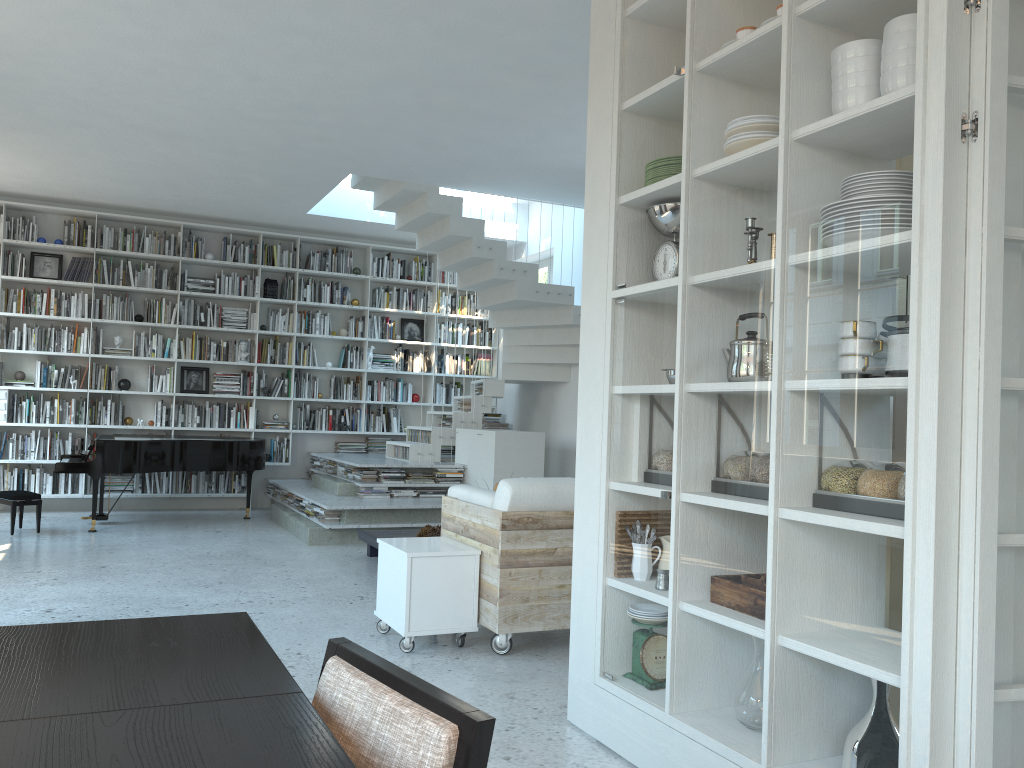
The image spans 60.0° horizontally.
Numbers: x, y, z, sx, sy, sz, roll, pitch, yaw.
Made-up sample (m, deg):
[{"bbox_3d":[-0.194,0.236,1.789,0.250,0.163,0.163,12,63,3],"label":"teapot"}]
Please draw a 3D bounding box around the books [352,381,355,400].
[{"bbox_3d":[-1.901,0.079,10.562,0.021,0.231,0.155,3,-2,-25],"label":"books"}]

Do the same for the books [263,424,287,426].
[{"bbox_3d":[-2.709,0.463,10.122,0.254,0.012,0.161,3,-2,-20],"label":"books"}]

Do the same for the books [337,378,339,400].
[{"bbox_3d":[-2.074,0.056,10.480,0.008,0.259,0.158,3,-2,-25],"label":"books"}]

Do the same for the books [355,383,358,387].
[{"bbox_3d":[-1.871,0.094,10.578,0.016,0.205,0.141,3,-2,-25],"label":"books"}]

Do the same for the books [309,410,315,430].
[{"bbox_3d":[-2.349,0.423,10.343,0.065,0.231,0.162,3,-2,-25],"label":"books"}]

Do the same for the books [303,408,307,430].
[{"bbox_3d":[-2.419,0.406,10.295,0.023,0.256,0.178,3,-2,-25],"label":"books"}]

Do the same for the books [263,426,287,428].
[{"bbox_3d":[-2.709,0.487,10.119,0.254,0.012,0.161,3,-2,-19],"label":"books"}]

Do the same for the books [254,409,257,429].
[{"bbox_3d":[-2.933,0.394,10.083,0.027,0.229,0.141,3,-2,-25],"label":"books"}]

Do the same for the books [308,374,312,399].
[{"bbox_3d":[-2.364,0.029,10.352,0.006,0.285,0.159,3,-2,-25],"label":"books"}]

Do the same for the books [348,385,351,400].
[{"bbox_3d":[-1.949,0.100,10.523,0.019,0.183,0.190,3,-2,-25],"label":"books"}]

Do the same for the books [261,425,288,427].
[{"bbox_3d":[-2.708,0.475,10.118,0.285,0.012,0.159,3,-2,-22],"label":"books"}]

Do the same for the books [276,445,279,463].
[{"bbox_3d":[-2.673,0.790,10.102,0.013,0.202,0.139,3,-2,-25],"label":"books"}]

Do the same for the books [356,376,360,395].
[{"bbox_3d":[-1.840,0.050,10.574,0.007,0.295,0.162,3,-2,-25],"label":"books"}]

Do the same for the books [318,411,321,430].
[{"bbox_3d":[-2.275,0.428,10.385,0.024,0.228,0.159,3,-2,-25],"label":"books"}]

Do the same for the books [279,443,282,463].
[{"bbox_3d":[-2.644,0.780,10.088,0.026,0.224,0.175,3,-2,-25],"label":"books"}]

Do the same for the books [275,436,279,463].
[{"bbox_3d":[-2.692,0.740,10.095,0.032,0.300,0.149,3,-2,-25],"label":"books"}]

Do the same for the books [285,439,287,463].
[{"bbox_3d":[-2.597,0.760,10.141,0.015,0.270,0.157,3,-2,-25],"label":"books"}]

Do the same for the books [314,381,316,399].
[{"bbox_3d":[-2.318,0.070,10.359,0.014,0.207,0.180,3,-2,-25],"label":"books"}]

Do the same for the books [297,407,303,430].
[{"bbox_3d":[-2.461,0.401,10.274,0.023,0.262,0.186,3,-2,-25],"label":"books"}]

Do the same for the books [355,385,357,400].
[{"bbox_3d":[-1.874,0.105,10.545,0.016,0.180,0.189,3,-2,-25],"label":"books"}]

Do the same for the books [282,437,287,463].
[{"bbox_3d":[-2.604,0.752,10.114,0.021,0.285,0.172,3,-2,-25],"label":"books"}]

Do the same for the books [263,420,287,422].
[{"bbox_3d":[-2.704,0.427,10.115,0.254,0.012,0.161,3,-2,-16],"label":"books"}]

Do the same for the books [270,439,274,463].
[{"bbox_3d":[-2.730,0.756,10.066,0.005,0.264,0.162,3,-2,-25],"label":"books"}]

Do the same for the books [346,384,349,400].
[{"bbox_3d":[-1.966,0.094,10.520,0.015,0.195,0.175,3,-2,-25],"label":"books"}]

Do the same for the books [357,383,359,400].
[{"bbox_3d":[-1.854,0.095,10.575,0.013,0.204,0.158,3,-2,-25],"label":"books"}]

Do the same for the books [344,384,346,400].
[{"bbox_3d":[-1.999,0.098,10.493,0.018,0.182,0.182,3,-2,-25],"label":"books"}]

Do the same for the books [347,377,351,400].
[{"bbox_3d":[-1.938,0.055,10.532,0.006,0.274,0.173,3,-2,-25],"label":"books"}]

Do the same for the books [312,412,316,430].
[{"bbox_3d":[-2.315,0.432,10.360,0.011,0.217,0.175,3,-2,-25],"label":"books"}]

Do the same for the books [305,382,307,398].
[{"bbox_3d":[-2.416,0.075,10.306,0.013,0.186,0.184,3,-2,-25],"label":"books"}]

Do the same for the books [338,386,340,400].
[{"bbox_3d":[-2.066,0.083,10.506,0.031,0.208,0.122,3,-2,-25],"label":"books"}]

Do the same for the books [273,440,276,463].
[{"bbox_3d":[-2.706,0.766,10.067,0.014,0.245,0.176,3,-2,-25],"label":"books"}]

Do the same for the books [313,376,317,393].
[{"bbox_3d":[-2.306,0.044,10.370,0.014,0.261,0.142,3,-2,-25],"label":"books"}]

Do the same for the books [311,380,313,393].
[{"bbox_3d":[-2.347,0.061,10.360,0.008,0.222,0.133,3,-2,-25],"label":"books"}]

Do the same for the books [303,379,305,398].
[{"bbox_3d":[-2.435,0.054,10.289,0.011,0.226,0.188,3,-2,-25],"label":"books"}]

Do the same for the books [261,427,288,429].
[{"bbox_3d":[-2.710,0.500,10.122,0.285,0.012,0.159,3,-2,-20],"label":"books"}]

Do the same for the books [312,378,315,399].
[{"bbox_3d":[-2.332,0.054,10.356,0.015,0.238,0.176,3,-2,-25],"label":"books"}]

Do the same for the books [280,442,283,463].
[{"bbox_3d":[-2.634,0.780,10.111,0.012,0.225,0.149,3,-2,-25],"label":"books"}]

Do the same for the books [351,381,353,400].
[{"bbox_3d":[-1.928,0.078,10.536,0.018,0.229,0.182,3,-2,-25],"label":"books"}]

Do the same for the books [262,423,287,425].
[{"bbox_3d":[-2.705,0.451,10.112,0.254,0.012,0.161,3,-2,-25],"label":"books"}]

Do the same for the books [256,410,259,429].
[{"bbox_3d":[-2.909,0.404,10.098,0.030,0.210,0.136,3,-2,-25],"label":"books"}]

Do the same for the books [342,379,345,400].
[{"bbox_3d":[-2.015,0.063,10.486,0.018,0.251,0.184,3,-2,-25],"label":"books"}]

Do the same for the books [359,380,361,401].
[{"bbox_3d":[-1.840,0.078,10.603,0.019,0.241,0.134,3,-2,-25],"label":"books"}]

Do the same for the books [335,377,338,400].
[{"bbox_3d":[-2.085,0.054,10.476,0.015,0.262,0.149,3,-2,-25],"label":"books"}]

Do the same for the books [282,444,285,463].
[{"bbox_3d":[-2.617,0.787,10.100,0.011,0.212,0.178,3,-2,-25],"label":"books"}]

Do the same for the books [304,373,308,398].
[{"bbox_3d":[-2.402,0.020,10.311,0.014,0.297,0.175,3,-2,-25],"label":"books"}]

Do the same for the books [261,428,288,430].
[{"bbox_3d":[-2.709,0.511,10.117,0.285,0.012,0.159,3,-2,-22],"label":"books"}]

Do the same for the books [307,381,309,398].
[{"bbox_3d":[-2.392,0.068,10.334,0.013,0.203,0.167,3,-2,-25],"label":"books"}]

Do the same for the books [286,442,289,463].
[{"bbox_3d":[-2.579,0.779,10.134,0.013,0.233,0.149,3,-2,-25],"label":"books"}]

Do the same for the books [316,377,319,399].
[{"bbox_3d":[-2.295,0.049,10.376,0.013,0.251,0.172,3,-2,-25],"label":"books"}]

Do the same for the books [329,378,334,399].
[{"bbox_3d":[-2.130,0.057,10.456,0.019,0.251,0.130,3,-2,-25],"label":"books"}]

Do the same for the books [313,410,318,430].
[{"bbox_3d":[-2.300,0.424,10.378,0.029,0.234,0.142,3,-2,-25],"label":"books"}]

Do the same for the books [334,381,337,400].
[{"bbox_3d":[-2.094,0.076,10.456,0.016,0.215,0.177,3,-2,-25],"label":"books"}]

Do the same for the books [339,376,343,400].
[{"bbox_3d":[-2.036,0.046,10.505,0.007,0.285,0.159,3,-2,-25],"label":"books"}]

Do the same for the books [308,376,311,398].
[{"bbox_3d":[-2.375,0.037,10.329,0.012,0.267,0.183,3,-2,-25],"label":"books"}]

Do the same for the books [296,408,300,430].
[{"bbox_3d":[-2.485,0.404,10.284,0.012,0.254,0.161,3,-2,-25],"label":"books"}]

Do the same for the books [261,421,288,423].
[{"bbox_3d":[-2.707,0.439,10.121,0.285,0.012,0.159,3,-2,-21],"label":"books"}]

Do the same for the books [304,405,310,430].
[{"bbox_3d":[-2.393,0.388,10.306,0.030,0.294,0.188,3,-2,-25],"label":"books"}]

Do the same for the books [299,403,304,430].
[{"bbox_3d":[-2.445,0.374,10.282,0.010,0.316,0.187,3,-2,-25],"label":"books"}]

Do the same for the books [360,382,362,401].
[{"bbox_3d":[-1.820,0.088,10.607,0.009,0.223,0.146,3,-2,-25],"label":"books"}]

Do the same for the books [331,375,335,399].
[{"bbox_3d":[-2.119,0.039,10.476,0.016,0.289,0.131,3,-2,-25],"label":"books"}]
